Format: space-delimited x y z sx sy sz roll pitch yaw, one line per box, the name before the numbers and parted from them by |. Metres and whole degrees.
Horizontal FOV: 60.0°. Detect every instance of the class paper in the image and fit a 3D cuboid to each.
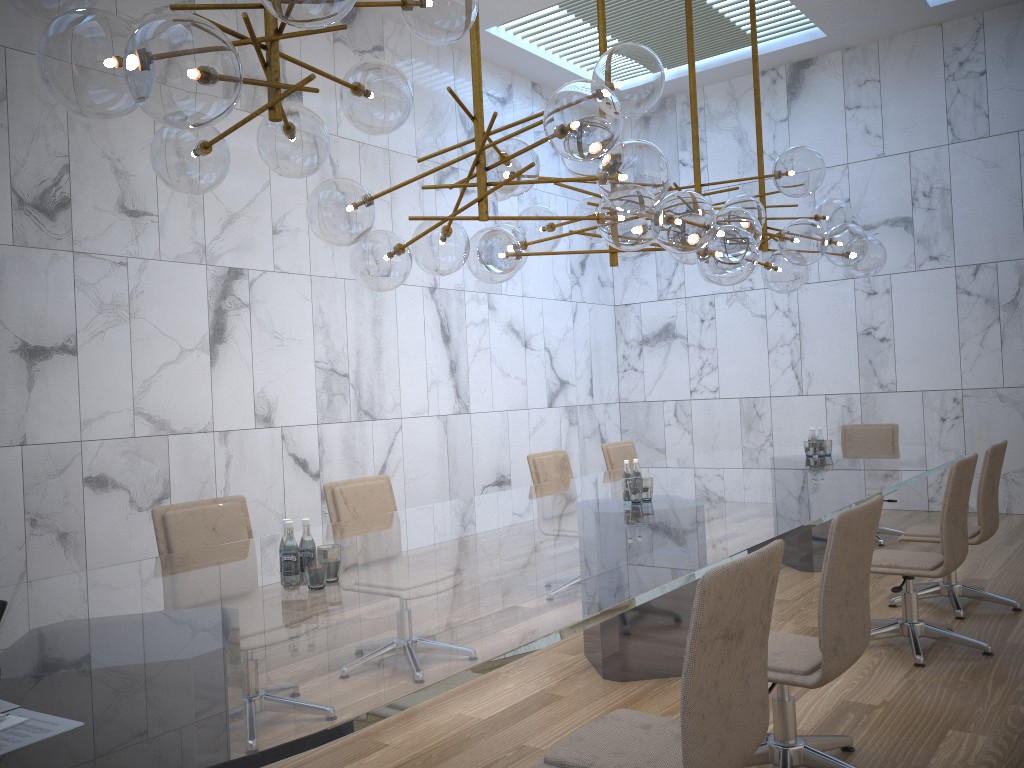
paper | -0.970 0.647 1.601 0.210 0.001 0.290 -3 -1 30
paper | -1.161 0.658 1.733 0.210 0.001 0.290 -3 -1 35
paper | -0.970 0.648 1.601 0.210 0.001 0.290 -3 -1 31
paper | -0.970 0.648 1.601 0.210 0.001 0.290 -3 -1 29

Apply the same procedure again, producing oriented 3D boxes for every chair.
chair | 0.391 0.932 2.373 0.697 1.000 0.726 -3 -1 37
chair | -1.209 1.030 3.962 0.697 1.000 0.726 -3 -1 37
chair | -0.614 1.011 4.751 0.697 1.000 0.726 -3 -1 37
chair | 2.107 0.877 4.648 0.697 1.000 0.726 -3 -1 37
chair | 0.497 0.976 6.224 0.697 1.000 0.726 -3 -1 37
chair | 0.993 0.913 3.171 0.697 1.000 0.726 -3 -1 37
chair | 3.107 0.869 7.839 0.726 1.000 0.697 -3 -1 37
chair | 1.099 0.956 7.023 0.697 1.000 0.726 -3 -1 37
chair | 2.704 0.858 5.441 0.697 1.000 0.726 -3 -1 37

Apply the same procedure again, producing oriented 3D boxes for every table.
table | 0.670 1.024 4.599 2.092 0.835 7.924 -3 -1 37

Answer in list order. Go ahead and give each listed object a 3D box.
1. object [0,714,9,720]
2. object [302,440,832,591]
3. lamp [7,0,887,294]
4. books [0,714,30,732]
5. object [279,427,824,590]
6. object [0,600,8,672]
object | -0.988 0.638 1.639 0.011 0.011 0.158 -3 -1 12
object | 0.860 0.541 4.831 0.183 0.117 5.112 -3 -1 37
lamp | 0.460 -1.783 4.540 1.557 2.716 5.672 -3 -1 37
books | -1.077 0.648 1.659 0.239 0.012 0.205 -3 -1 24
object | 0.826 0.495 4.871 0.124 0.213 5.189 -3 -1 37
object | -1.332 0.592 2.059 0.255 0.159 0.205 -3 -1 37
